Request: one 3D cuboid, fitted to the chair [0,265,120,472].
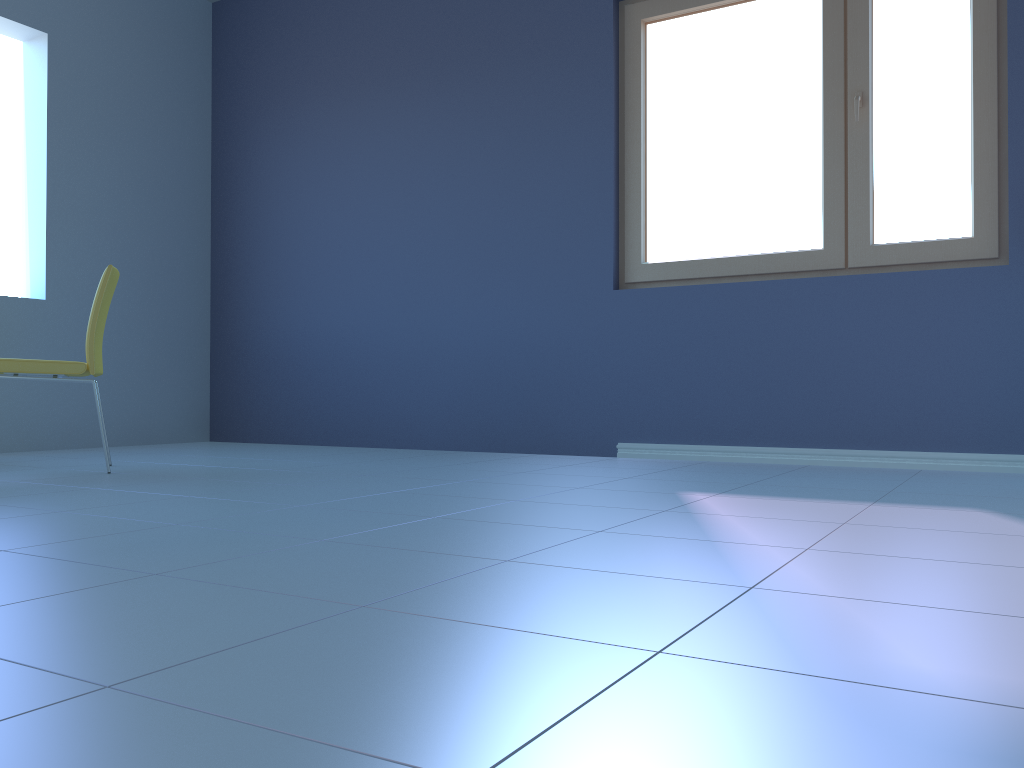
[{"bbox_3d":[-1.613,-0.051,3.042,0.484,0.699,0.387,0,-1,-24],"label":"chair"}]

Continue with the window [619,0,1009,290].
[{"bbox_3d":[1.101,-1.036,3.477,1.475,1.263,0.142,0,-1,30],"label":"window"}]
